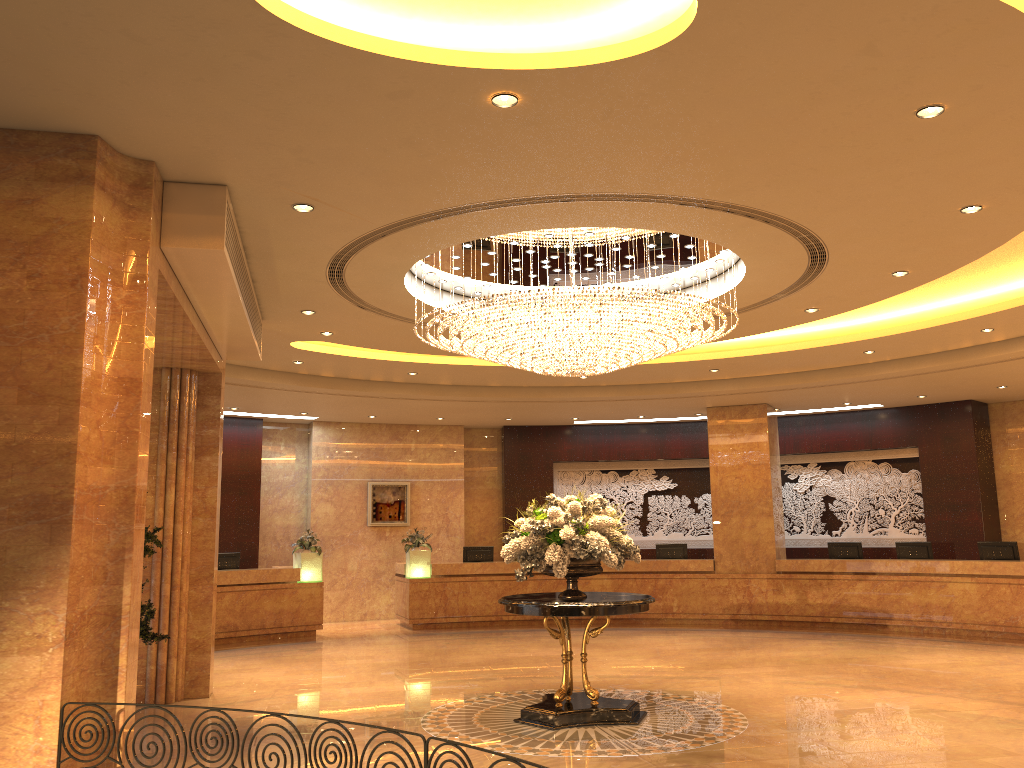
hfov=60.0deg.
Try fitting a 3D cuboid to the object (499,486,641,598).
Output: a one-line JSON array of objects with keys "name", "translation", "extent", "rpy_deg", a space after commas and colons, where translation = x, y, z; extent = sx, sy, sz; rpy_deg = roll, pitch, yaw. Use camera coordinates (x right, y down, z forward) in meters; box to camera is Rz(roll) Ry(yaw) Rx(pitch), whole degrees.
[{"name": "object", "translation": [0.580, 1.542, 8.564], "extent": [1.277, 0.999, 1.318], "rpy_deg": [-4, -10, 18]}]

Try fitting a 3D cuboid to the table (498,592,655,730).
[{"name": "table", "translation": [0.620, 2.566, 8.367], "extent": [1.493, 1.089, 1.493], "rpy_deg": [2, -10, -19]}]

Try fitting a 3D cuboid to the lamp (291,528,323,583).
[{"name": "lamp", "translation": [-3.592, 2.987, 15.487], "extent": [0.570, 0.923, 0.580], "rpy_deg": [2, -10, -15]}]

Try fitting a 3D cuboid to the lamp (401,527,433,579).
[{"name": "lamp", "translation": [-1.754, 3.110, 16.382], "extent": [0.577, 0.925, 0.542], "rpy_deg": [1, -10, -10]}]

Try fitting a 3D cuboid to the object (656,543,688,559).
[{"name": "object", "translation": [3.065, 3.312, 17.005], "extent": [0.430, 0.500, 0.531], "rpy_deg": [7, -12, -40]}]

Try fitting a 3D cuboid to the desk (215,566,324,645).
[{"name": "desk", "translation": [-5.373, 3.582, 14.113], "extent": [1.570, 1.155, 5.227], "rpy_deg": [-9, -13, 41]}]

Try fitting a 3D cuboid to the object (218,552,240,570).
[{"name": "object", "translation": [-5.006, 3.081, 14.830], "extent": [0.918, 0.500, 0.397], "rpy_deg": [5, -11, -30]}]

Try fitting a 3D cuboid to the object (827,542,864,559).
[{"name": "object", "translation": [5.942, 3.067, 15.790], "extent": [0.430, 0.500, 0.531], "rpy_deg": [2, -10, -16]}]

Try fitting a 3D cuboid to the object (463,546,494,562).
[{"name": "object", "translation": [-0.647, 3.372, 17.039], "extent": [0.531, 0.500, 0.430], "rpy_deg": [-5, -10, 25]}]

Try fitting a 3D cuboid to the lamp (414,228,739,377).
[{"name": "lamp", "translation": [0.627, -0.676, 8.922], "extent": [3.206, 1.196, 3.204], "rpy_deg": [-5, -10, 24]}]

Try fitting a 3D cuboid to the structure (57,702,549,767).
[{"name": "structure", "translation": [-1.028, 1.596, 0.971], "extent": [3.815, 0.995, 7.624], "rpy_deg": [-2, -10, 6]}]

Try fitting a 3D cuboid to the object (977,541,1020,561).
[{"name": "object", "translation": [7.789, 2.771, 14.179], "extent": [0.430, 0.500, 0.531], "rpy_deg": [0, -9, -4]}]

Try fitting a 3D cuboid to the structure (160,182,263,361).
[{"name": "structure", "translation": [-2.663, -0.844, 8.209], "extent": [0.425, 0.483, 4.113], "rpy_deg": [1, -10, -12]}]

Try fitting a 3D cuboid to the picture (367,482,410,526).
[{"name": "picture", "translation": [-2.523, 2.463, 18.218], "extent": [0.875, 0.890, 0.068], "rpy_deg": [3, -10, -21]}]

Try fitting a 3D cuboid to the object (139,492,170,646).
[{"name": "object", "translation": [-3.975, 2.001, 8.428], "extent": [1.250, 2.363, 0.843], "rpy_deg": [5, -11, -31]}]

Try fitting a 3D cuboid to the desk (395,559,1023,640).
[{"name": "desk", "translation": [4.036, 3.662, 15.417], "extent": [12.951, 1.155, 3.466], "rpy_deg": [-5, -10, 22]}]

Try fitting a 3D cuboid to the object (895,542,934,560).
[{"name": "object", "translation": [6.859, 2.938, 15.099], "extent": [0.430, 0.500, 0.531], "rpy_deg": [1, -10, -9]}]
